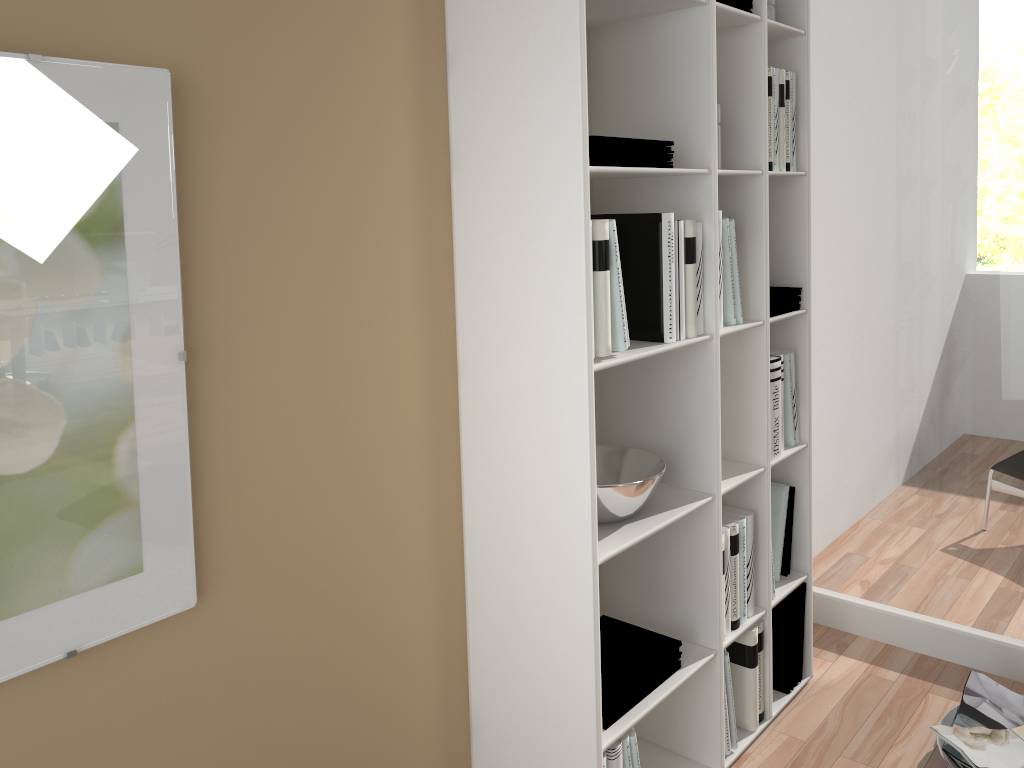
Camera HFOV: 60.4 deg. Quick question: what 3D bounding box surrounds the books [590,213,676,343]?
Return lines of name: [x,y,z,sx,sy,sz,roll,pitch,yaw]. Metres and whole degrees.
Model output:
books: [0.262,-0.236,1.931,0.208,0.273,0.040,4,7,41]

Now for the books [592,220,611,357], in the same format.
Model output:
books: [0.101,-0.192,1.731,0.208,0.256,0.040,5,8,41]

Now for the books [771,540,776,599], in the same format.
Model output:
books: [0.588,0.421,2.327,0.208,0.257,0.060,4,8,41]

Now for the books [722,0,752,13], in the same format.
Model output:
books: [0.397,-0.889,2.120,0.298,0.006,0.213,6,14,35]

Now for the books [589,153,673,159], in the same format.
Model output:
books: [0.167,-0.468,1.830,0.211,0.006,0.300,8,15,39]

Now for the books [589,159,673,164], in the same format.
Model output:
books: [0.167,-0.457,1.830,0.211,0.006,0.300,8,15,39]

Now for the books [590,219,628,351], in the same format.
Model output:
books: [0.131,-0.201,1.769,0.208,0.257,0.060,5,8,41]

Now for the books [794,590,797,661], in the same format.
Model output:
books: [0.687,0.683,2.454,0.212,0.266,0.032,4,7,41]

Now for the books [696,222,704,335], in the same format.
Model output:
books: [0.342,-0.246,2.027,0.208,0.249,0.040,5,8,41]

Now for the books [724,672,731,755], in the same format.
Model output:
books: [0.429,0.749,2.150,0.208,0.257,0.060,4,8,41]

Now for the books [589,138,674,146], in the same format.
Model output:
books: [0.169,-0.495,1.828,0.211,0.007,0.300,8,15,40]

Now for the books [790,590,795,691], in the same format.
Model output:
books: [0.681,0.682,2.445,0.217,0.269,0.032,4,7,41]

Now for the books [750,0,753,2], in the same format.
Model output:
books: [0.399,-0.917,2.121,0.298,0.007,0.213,6,14,35]

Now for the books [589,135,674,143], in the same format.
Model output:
books: [0.168,-0.501,1.829,0.211,0.006,0.300,8,15,39]

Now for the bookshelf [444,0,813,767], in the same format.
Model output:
bookshelf: [0.347,-0.166,2.097,0.334,2.119,1.048,2,7,40]

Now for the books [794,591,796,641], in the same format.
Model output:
books: [0.684,0.683,2.450,0.212,0.266,0.032,4,7,41]

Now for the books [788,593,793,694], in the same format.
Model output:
books: [0.670,0.687,2.432,0.212,0.266,0.032,4,7,41]

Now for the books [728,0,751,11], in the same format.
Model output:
books: [0.395,-0.895,2.121,0.298,0.006,0.213,6,14,33]

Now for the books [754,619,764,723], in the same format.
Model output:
books: [0.555,0.718,2.294,0.208,0.256,0.040,5,8,41]

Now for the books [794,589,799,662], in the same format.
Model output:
books: [0.691,0.679,2.458,0.220,0.271,0.032,5,8,41]

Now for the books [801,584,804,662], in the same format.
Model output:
books: [0.719,0.674,2.492,0.212,0.266,0.032,4,7,41]

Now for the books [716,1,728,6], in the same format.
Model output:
books: [0.396,-0.878,2.121,0.298,0.007,0.213,6,14,35]

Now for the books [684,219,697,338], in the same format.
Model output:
books: [0.320,-0.241,1.991,0.208,0.256,0.040,5,8,41]

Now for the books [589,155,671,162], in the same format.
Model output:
books: [0.165,-0.462,1.828,0.211,0.006,0.301,7,14,38]

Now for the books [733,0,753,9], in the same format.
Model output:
books: [0.398,-0.900,2.119,0.298,0.006,0.213,6,14,35]

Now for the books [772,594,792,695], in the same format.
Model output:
books: [0.666,0.688,2.429,0.212,0.266,0.032,4,7,41]

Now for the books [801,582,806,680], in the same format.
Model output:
books: [0.727,0.672,2.500,0.212,0.266,0.032,4,7,41]

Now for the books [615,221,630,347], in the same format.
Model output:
books: [0.138,-0.206,1.794,0.208,0.255,0.058,5,8,41]

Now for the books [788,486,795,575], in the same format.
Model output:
books: [0.693,0.393,2.496,0.212,0.235,0.043,5,8,41]

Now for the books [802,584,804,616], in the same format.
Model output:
books: [0.716,0.675,2.488,0.212,0.266,0.032,4,7,41]

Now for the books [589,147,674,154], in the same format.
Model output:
books: [0.167,-0.479,1.827,0.211,0.006,0.300,8,15,41]

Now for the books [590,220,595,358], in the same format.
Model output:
books: [0.066,-0.185,1.699,0.208,0.256,0.040,5,8,41]

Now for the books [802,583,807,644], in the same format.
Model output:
books: [0.723,0.670,2.496,0.220,0.271,0.032,5,8,41]

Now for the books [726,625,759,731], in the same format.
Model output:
books: [0.532,0.725,2.261,0.208,0.256,0.040,5,8,41]

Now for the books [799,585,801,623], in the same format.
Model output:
books: [0.706,0.674,2.481,0.215,0.268,0.032,4,7,41]

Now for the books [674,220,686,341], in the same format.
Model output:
books: [0.289,-0.235,1.963,0.208,0.256,0.040,5,8,41]

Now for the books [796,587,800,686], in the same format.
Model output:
books: [0.703,0.679,2.470,0.212,0.266,0.032,4,7,41]

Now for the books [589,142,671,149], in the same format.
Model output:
books: [0.164,-0.490,1.830,0.211,0.007,0.300,8,15,39]

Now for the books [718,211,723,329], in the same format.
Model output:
books: [0.408,-0.277,2.119,0.208,0.273,0.040,4,7,41]

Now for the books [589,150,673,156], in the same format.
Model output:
books: [0.167,-0.473,1.829,0.211,0.006,0.300,8,15,39]

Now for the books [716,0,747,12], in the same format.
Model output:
books: [0.397,-0.884,2.121,0.298,0.006,0.213,6,14,35]

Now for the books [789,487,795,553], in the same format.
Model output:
books: [0.688,0.392,2.490,0.220,0.240,0.043,5,8,41]

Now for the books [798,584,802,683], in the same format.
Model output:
books: [0.714,0.674,2.482,0.217,0.269,0.032,4,7,41]

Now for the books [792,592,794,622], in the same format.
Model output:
books: [0.674,0.683,2.443,0.215,0.268,0.032,4,7,41]

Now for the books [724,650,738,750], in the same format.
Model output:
books: [0.449,0.747,2.167,0.208,0.255,0.058,5,8,41]

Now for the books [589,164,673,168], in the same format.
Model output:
books: [0.168,-0.446,1.829,0.211,0.007,0.300,8,15,40]

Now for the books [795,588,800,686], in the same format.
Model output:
books: [0.698,0.680,2.467,0.212,0.266,0.032,4,7,41]

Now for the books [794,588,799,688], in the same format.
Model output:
books: [0.695,0.680,2.463,0.212,0.266,0.032,4,7,41]

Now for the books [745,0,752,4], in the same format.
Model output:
books: [0.395,-0.911,2.117,0.298,0.006,0.213,7,14,36]

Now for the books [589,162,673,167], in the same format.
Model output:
books: [0.167,-0.451,1.830,0.211,0.006,0.300,8,15,39]

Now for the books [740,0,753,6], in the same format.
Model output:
books: [0.398,-0.905,2.118,0.298,0.006,0.213,6,14,35]

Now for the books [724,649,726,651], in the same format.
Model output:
books: [0.448,0.741,2.190,0.208,0.255,0.058,5,8,41]

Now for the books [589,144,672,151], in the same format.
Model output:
books: [0.164,-0.485,1.830,0.211,0.007,0.300,8,15,39]

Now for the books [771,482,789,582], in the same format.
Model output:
books: [0.663,0.396,2.465,0.208,0.243,0.086,5,8,41]
